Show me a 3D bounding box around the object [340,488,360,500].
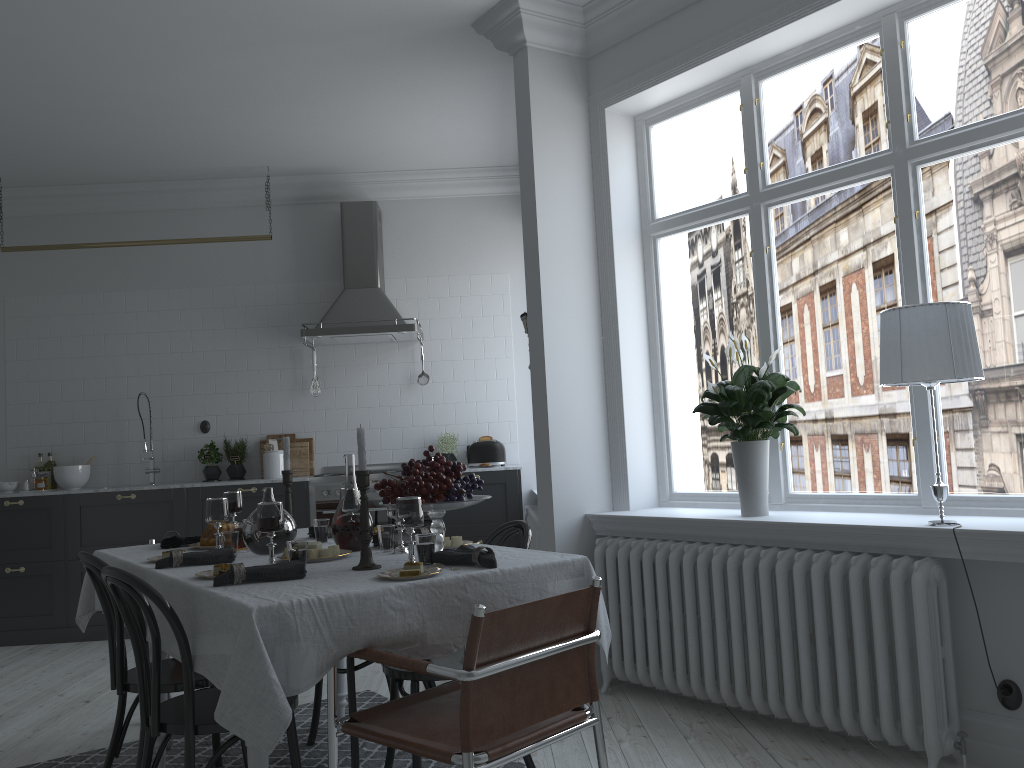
[{"bbox_3d":[-0.645,0.525,3.551,0.083,0.215,0.083,-3,-4,3],"label":"object"}]

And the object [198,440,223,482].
[{"bbox_3d":[-2.277,0.580,6.687,0.172,0.311,0.179,-4,-4,9],"label":"object"}]

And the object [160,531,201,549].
[{"bbox_3d":[-1.452,0.660,3.756,0.247,0.061,0.165,-6,-5,37],"label":"object"}]

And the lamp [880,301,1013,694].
[{"bbox_3d":[1.496,0.395,3.093,0.335,1.331,0.335,-2,-4,-14],"label":"lamp"}]

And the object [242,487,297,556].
[{"bbox_3d":[-0.891,0.504,3.256,0.194,0.245,0.194,-2,-4,-19],"label":"object"}]

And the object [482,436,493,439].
[{"bbox_3d":[-0.197,0.452,6.785,0.107,0.110,0.010,-3,-4,3],"label":"object"}]

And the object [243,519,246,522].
[{"bbox_3d":[-1.115,0.625,3.789,0.066,0.094,0.066,-2,-4,-13],"label":"object"}]

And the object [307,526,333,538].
[{"bbox_3d":[-0.769,0.629,3.839,0.165,0.061,0.247,-6,-5,37],"label":"object"}]

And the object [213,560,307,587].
[{"bbox_3d":[-0.710,0.540,2.552,0.165,0.061,0.247,-6,-5,37],"label":"object"}]

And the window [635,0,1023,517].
[{"bbox_3d":[1.376,-0.476,3.801,0.061,2.080,2.079,0,-5,-39],"label":"window"}]

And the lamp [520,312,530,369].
[{"bbox_3d":[0.169,0.098,4.589,0.131,0.977,0.312,-1,-4,-27],"label":"lamp"}]

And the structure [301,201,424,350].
[{"bbox_3d":[-1.128,-0.831,6.653,0.843,1.079,0.567,-3,-4,-2],"label":"structure"}]

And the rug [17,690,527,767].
[{"bbox_3d":[-0.817,1.442,3.085,1.701,0.021,2.166,0,-5,-34],"label":"rug"}]

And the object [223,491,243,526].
[{"bbox_3d":[-1.205,0.575,3.836,0.083,0.215,0.083,-3,-4,3],"label":"object"}]

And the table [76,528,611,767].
[{"bbox_3d":[-0.751,1.032,3.202,1.210,0.842,2.179,0,-5,-35],"label":"table"}]

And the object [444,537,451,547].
[{"bbox_3d":[-0.250,0.565,3.171,0.039,0.040,0.078,-1,-4,-27],"label":"object"}]

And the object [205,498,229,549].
[{"bbox_3d":[-1.088,0.531,3.278,0.083,0.215,0.083,-3,-4,3],"label":"object"}]

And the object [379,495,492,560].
[{"bbox_3d":[-0.245,0.472,2.898,0.367,0.188,0.367,-6,-5,39],"label":"object"}]

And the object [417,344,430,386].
[{"bbox_3d":[-0.686,-0.153,6.814,0.101,0.331,0.030,-4,-4,8],"label":"object"}]

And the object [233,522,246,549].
[{"bbox_3d":[-1.060,0.600,3.506,0.091,0.101,0.091,-7,-5,43],"label":"object"}]

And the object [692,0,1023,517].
[{"bbox_3d":[-10.899,-0.338,1.866,72.085,19.432,33.873,0,-5,-37],"label":"object"}]

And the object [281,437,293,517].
[{"bbox_3d":[-0.886,0.425,3.509,0.089,0.432,0.089,-5,-4,21],"label":"object"}]

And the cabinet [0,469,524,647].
[{"bbox_3d":[-1.850,1.225,6.454,3.897,1.012,0.646,-3,-4,-2],"label":"cabinet"}]

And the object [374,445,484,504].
[{"bbox_3d":[-0.254,0.307,2.897,0.347,0.215,0.318,0,-5,-40],"label":"object"}]

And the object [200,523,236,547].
[{"bbox_3d":[-1.204,0.618,3.628,0.191,0.105,0.164,-4,-4,17],"label":"object"}]

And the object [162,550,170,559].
[{"bbox_3d":[-1.241,0.623,3.221,0.057,0.037,0.021,-2,-4,-12],"label":"object"}]

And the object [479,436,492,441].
[{"bbox_3d":[-0.201,0.451,6.708,0.107,0.110,0.010,-3,-4,3],"label":"object"}]

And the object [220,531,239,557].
[{"bbox_3d":[-1.018,0.581,3.204,0.066,0.094,0.066,-2,-4,-13],"label":"object"}]

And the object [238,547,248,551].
[{"bbox_3d":[-1.006,0.623,3.399,0.031,0.031,0.167,-6,-5,33],"label":"object"}]

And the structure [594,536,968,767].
[{"bbox_3d":[0.980,1.040,3.651,0.245,0.753,1.710,0,-5,-39],"label":"structure"}]

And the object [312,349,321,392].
[{"bbox_3d":[-1.509,-0.109,6.795,0.066,0.332,0.024,-3,-4,3],"label":"object"}]

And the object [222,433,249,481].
[{"bbox_3d":[-2.083,0.541,6.681,0.186,0.367,0.196,-7,-5,43],"label":"object"}]

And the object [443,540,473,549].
[{"bbox_3d":[-0.230,0.578,3.176,0.182,0.013,0.182,-3,-4,-2],"label":"object"}]

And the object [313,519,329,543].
[{"bbox_3d":[-0.766,0.592,3.569,0.066,0.094,0.066,-2,-4,-13],"label":"object"}]

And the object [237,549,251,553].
[{"bbox_3d":[-0.996,0.637,3.415,0.075,0.009,0.150,-6,-5,33],"label":"object"}]

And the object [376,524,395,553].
[{"bbox_3d":[-0.442,0.545,3.120,0.066,0.094,0.066,-4,-4,9],"label":"object"}]

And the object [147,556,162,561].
[{"bbox_3d":[-1.230,0.635,3.229,0.182,0.013,0.182,-4,-4,13],"label":"object"}]

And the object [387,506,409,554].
[{"bbox_3d":[-0.389,0.480,3.077,0.083,0.215,0.083,-3,-4,-7],"label":"object"}]

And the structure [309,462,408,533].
[{"bbox_3d":[-1.020,1.141,6.483,0.779,1.096,0.651,-3,-4,-2],"label":"structure"}]

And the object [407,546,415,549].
[{"bbox_3d":[-0.350,0.587,3.203,0.031,0.012,0.131,-6,-5,40],"label":"object"}]

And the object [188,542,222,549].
[{"bbox_3d":[-1.193,0.659,3.633,0.251,0.018,0.251,-3,-4,-2],"label":"object"}]

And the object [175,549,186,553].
[{"bbox_3d":[-1.224,0.624,3.249,0.057,0.037,0.021,-4,-4,16],"label":"object"}]

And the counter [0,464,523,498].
[{"bbox_3d":[-1.879,0.712,6.499,3.902,0.020,0.624,-3,-4,-2],"label":"counter"}]

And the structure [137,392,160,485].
[{"bbox_3d":[-2.709,0.405,6.571,0.100,0.692,0.266,-3,-4,-2],"label":"structure"}]

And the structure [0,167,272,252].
[{"bbox_3d":[-2.779,-1.292,6.543,1.988,0.556,0.053,-3,-4,-2],"label":"structure"}]

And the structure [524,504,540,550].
[{"bbox_3d":[0.238,1.227,5.865,0.245,0.753,1.673,-3,-4,-2],"label":"structure"}]

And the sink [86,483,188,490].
[{"bbox_3d":[-2.696,0.842,6.421,0.669,0.203,0.384,-3,-4,-2],"label":"sink"}]

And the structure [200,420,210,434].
[{"bbox_3d":[-2.359,0.329,6.807,0.079,0.103,0.032,-3,-4,-2],"label":"structure"}]

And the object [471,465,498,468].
[{"bbox_3d":[-0.204,0.605,6.469,0.209,0.011,0.209,-6,-5,36],"label":"object"}]

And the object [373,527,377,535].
[{"bbox_3d":[-0.567,0.619,3.718,0.036,0.039,0.051,-1,-4,-25],"label":"object"}]

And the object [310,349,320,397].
[{"bbox_3d":[-1.505,-0.088,6.760,0.074,0.381,0.076,-2,-4,-21],"label":"object"}]

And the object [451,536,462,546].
[{"bbox_3d":[-0.214,0.566,3.194,0.040,0.039,0.077,-1,-4,-32],"label":"object"}]
